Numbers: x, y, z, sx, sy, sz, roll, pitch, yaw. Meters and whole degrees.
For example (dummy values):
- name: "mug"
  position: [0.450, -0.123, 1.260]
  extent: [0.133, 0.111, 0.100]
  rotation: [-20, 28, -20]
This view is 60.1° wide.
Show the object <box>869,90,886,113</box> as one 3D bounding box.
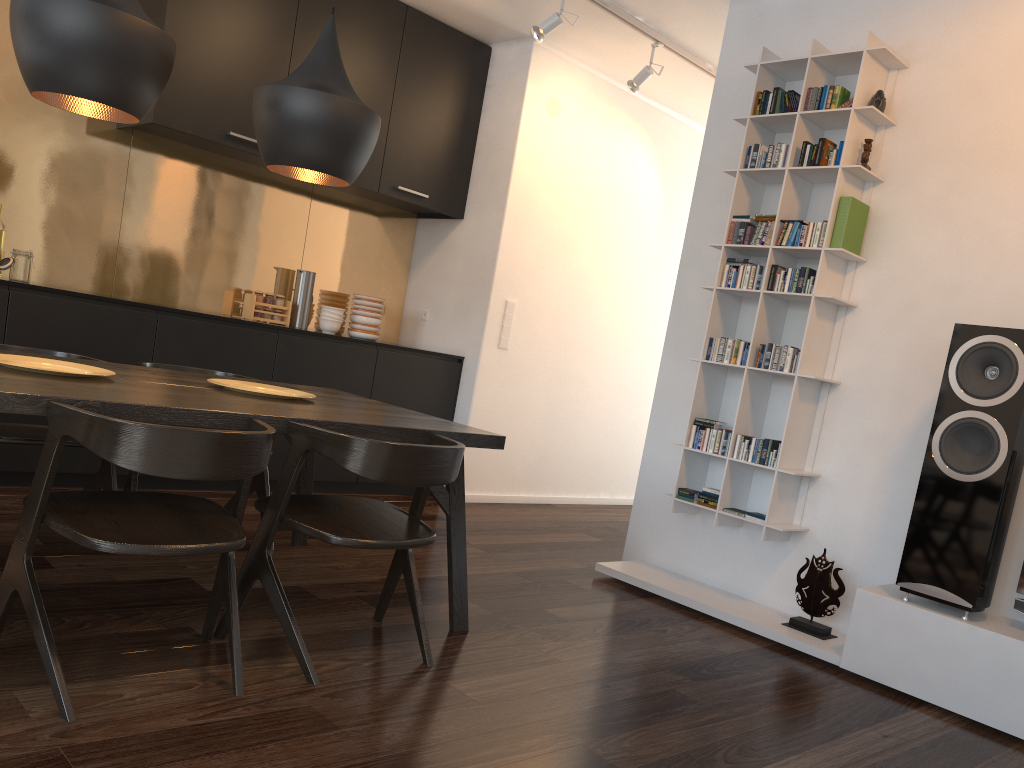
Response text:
- name: "object"
  position: [1.472, -1.130, 3.558]
  extent: [0.064, 0.101, 0.060]
  rotation: [12, 5, 22]

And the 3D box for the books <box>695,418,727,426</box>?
- name: "books"
  position: [0.900, 0.170, 3.994]
  extent: [0.093, 0.012, 0.110]
  rotation: [8, 3, -44]

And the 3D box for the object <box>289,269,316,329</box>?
- name: "object"
  position: [-1.242, -0.503, 5.297]
  extent: [0.165, 0.342, 0.113]
  rotation: [6, 7, -41]

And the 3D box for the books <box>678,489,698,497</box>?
- name: "books"
  position: [0.811, 0.496, 4.011]
  extent: [0.070, 0.015, 0.091]
  rotation: [8, 3, -44]

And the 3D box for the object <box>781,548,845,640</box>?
- name: "object"
  position: [1.243, 0.837, 3.592]
  extent: [0.122, 0.353, 0.210]
  rotation: [5, 7, -44]

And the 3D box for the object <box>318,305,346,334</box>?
- name: "object"
  position: [-1.101, -0.389, 5.382]
  extent: [0.158, 0.161, 0.153]
  rotation: [9, 4, -16]

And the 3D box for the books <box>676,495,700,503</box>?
- name: "books"
  position: [0.807, 0.523, 4.013]
  extent: [0.074, 0.015, 0.097]
  rotation: [8, 3, -44]

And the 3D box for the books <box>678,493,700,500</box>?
- name: "books"
  position: [0.810, 0.509, 4.012]
  extent: [0.070, 0.014, 0.091]
  rotation: [8, 3, -44]

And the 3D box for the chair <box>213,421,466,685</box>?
- name: "chair"
  position: [-0.460, 0.461, 2.601]
  extent: [0.515, 0.676, 0.595]
  rotation: [14, 6, 44]

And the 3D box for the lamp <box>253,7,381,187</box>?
- name: "lamp"
  position: [-0.625, -0.953, 2.895]
  extent: [0.410, 0.545, 0.408]
  rotation: [10, 4, 3]

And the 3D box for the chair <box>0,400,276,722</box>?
- name: "chair"
  position: [-0.899, 0.397, 2.175]
  extent: [0.595, 0.676, 0.514]
  rotation: [6, 6, -43]

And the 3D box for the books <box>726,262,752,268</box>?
- name: "books"
  position: [1.024, -0.522, 3.925]
  extent: [0.093, 0.012, 0.110]
  rotation: [8, 3, -44]

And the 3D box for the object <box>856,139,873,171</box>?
- name: "object"
  position: [1.433, -0.924, 3.578]
  extent: [0.045, 0.141, 0.064]
  rotation: [14, 7, 37]

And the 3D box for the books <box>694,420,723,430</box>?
- name: "books"
  position: [0.884, 0.185, 3.985]
  extent: [0.069, 0.023, 0.106]
  rotation: [8, 3, -44]

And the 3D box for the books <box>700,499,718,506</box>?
- name: "books"
  position: [0.893, 0.527, 3.924]
  extent: [0.070, 0.014, 0.091]
  rotation: [8, 3, -44]

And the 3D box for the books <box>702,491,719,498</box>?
- name: "books"
  position: [0.900, 0.490, 3.920]
  extent: [0.070, 0.014, 0.091]
  rotation: [8, 3, -44]

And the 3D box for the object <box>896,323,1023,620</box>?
- name: "object"
  position: [1.653, 0.315, 3.147]
  extent: [0.281, 1.009, 0.292]
  rotation: [5, 8, -44]

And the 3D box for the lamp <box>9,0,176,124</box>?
- name: "lamp"
  position: [-1.125, -1.026, 2.409]
  extent: [0.408, 0.545, 0.410]
  rotation: [12, 5, 22]

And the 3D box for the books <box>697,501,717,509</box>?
- name: "books"
  position: [0.888, 0.541, 3.933]
  extent: [0.069, 0.016, 0.106]
  rotation: [8, 3, -44]

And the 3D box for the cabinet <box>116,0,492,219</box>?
- name: "cabinet"
  position: [-1.065, -1.684, 4.969]
  extent: [1.963, 1.057, 0.526]
  rotation: [7, 6, -44]

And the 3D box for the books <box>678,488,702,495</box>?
- name: "books"
  position: [0.817, 0.486, 4.007]
  extent: [0.069, 0.009, 0.106]
  rotation: [8, 3, -44]

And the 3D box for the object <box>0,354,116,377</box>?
- name: "object"
  position: [-1.317, -0.048, 2.505]
  extent: [0.353, 0.017, 0.356]
  rotation: [11, 2, 27]

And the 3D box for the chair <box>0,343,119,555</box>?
- name: "chair"
  position: [-1.700, 0.226, 3.087]
  extent: [0.515, 0.676, 0.595]
  rotation: [14, 6, 44]

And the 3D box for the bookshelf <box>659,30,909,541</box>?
- name: "bookshelf"
  position: [1.145, -0.390, 3.835]
  extent: [0.227, 2.089, 0.633]
  rotation: [4, 8, -44]

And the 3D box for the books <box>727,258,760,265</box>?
- name: "books"
  position: [1.028, -0.538, 3.927]
  extent: [0.096, 0.022, 0.110]
  rotation: [8, 3, -44]

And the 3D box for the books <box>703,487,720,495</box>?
- name: "books"
  position: [0.903, 0.476, 3.920]
  extent: [0.070, 0.014, 0.091]
  rotation: [8, 3, -44]

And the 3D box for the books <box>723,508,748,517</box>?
- name: "books"
  position: [0.995, 0.562, 3.866]
  extent: [0.093, 0.012, 0.110]
  rotation: [8, 3, -44]

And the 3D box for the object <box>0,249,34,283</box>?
- name: "object"
  position: [-2.291, -0.556, 4.097]
  extent: [0.087, 0.152, 0.176]
  rotation: [12, 4, 23]

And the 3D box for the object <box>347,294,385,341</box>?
- name: "object"
  position: [-0.912, -0.413, 5.521]
  extent: [0.197, 0.266, 0.198]
  rotation: [12, 5, 20]

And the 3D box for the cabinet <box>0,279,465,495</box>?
- name: "cabinet"
  position: [-2.426, -0.040, 4.015]
  extent: [5.083, 0.906, 0.725]
  rotation: [8, 4, -44]

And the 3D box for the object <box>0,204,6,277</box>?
- name: "object"
  position: [-2.432, -0.678, 4.154]
  extent: [0.091, 0.342, 0.091]
  rotation: [11, 6, 13]

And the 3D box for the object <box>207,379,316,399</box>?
- name: "object"
  position: [-0.839, 0.022, 2.970]
  extent: [0.357, 0.017, 0.352]
  rotation: [9, 2, -41]

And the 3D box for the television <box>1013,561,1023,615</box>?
- name: "television"
  position: [2.053, 0.603, 2.728]
  extent: [0.347, 0.604, 0.781]
  rotation: [8, 4, -26]

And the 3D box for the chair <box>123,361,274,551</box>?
- name: "chair"
  position: [-1.264, 0.289, 3.510]
  extent: [0.595, 0.676, 0.514]
  rotation: [6, 6, -44]

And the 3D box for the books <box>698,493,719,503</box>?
- name: "books"
  position: [0.890, 0.508, 3.926]
  extent: [0.069, 0.023, 0.106]
  rotation: [8, 3, -44]

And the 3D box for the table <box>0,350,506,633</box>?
- name: "table"
  position: [-1.340, 0.303, 2.526]
  extent: [2.510, 0.683, 1.096]
  rotation: [8, 4, -44]

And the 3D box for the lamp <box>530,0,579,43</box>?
- name: "lamp"
  position: [0.223, -1.816, 4.388]
  extent: [0.249, 0.241, 0.085]
  rotation: [12, 6, 22]

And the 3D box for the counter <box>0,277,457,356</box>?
- name: "counter"
  position: [-2.348, -0.483, 3.968]
  extent: [5.080, 0.002, 0.725]
  rotation: [8, 3, -44]
